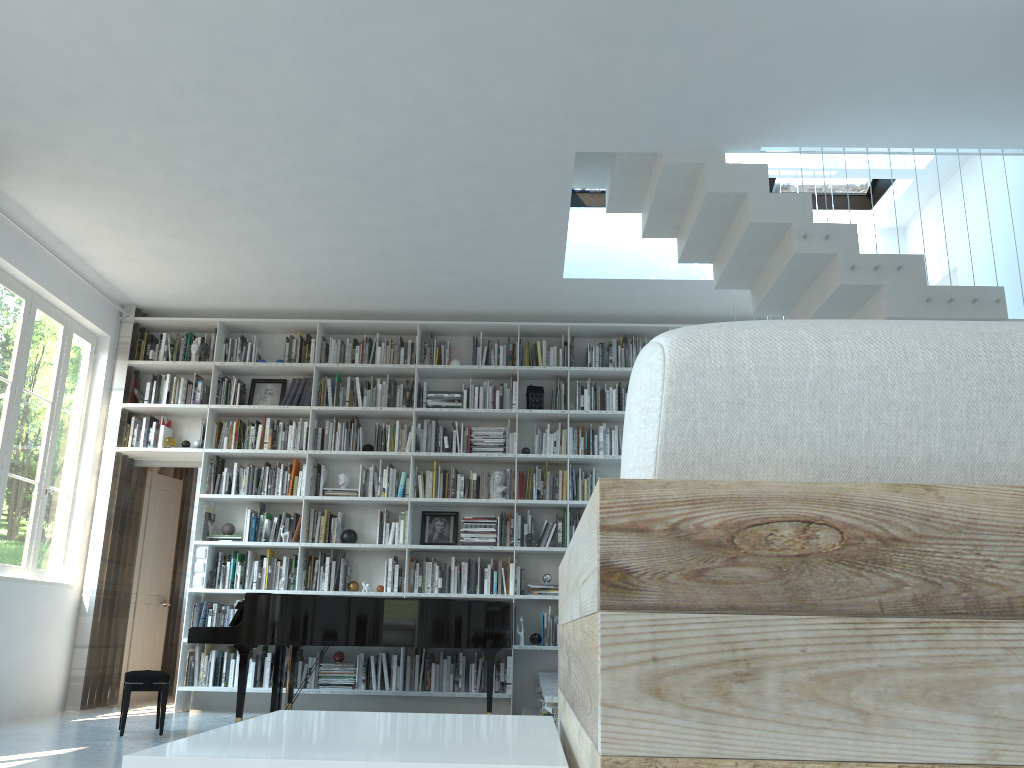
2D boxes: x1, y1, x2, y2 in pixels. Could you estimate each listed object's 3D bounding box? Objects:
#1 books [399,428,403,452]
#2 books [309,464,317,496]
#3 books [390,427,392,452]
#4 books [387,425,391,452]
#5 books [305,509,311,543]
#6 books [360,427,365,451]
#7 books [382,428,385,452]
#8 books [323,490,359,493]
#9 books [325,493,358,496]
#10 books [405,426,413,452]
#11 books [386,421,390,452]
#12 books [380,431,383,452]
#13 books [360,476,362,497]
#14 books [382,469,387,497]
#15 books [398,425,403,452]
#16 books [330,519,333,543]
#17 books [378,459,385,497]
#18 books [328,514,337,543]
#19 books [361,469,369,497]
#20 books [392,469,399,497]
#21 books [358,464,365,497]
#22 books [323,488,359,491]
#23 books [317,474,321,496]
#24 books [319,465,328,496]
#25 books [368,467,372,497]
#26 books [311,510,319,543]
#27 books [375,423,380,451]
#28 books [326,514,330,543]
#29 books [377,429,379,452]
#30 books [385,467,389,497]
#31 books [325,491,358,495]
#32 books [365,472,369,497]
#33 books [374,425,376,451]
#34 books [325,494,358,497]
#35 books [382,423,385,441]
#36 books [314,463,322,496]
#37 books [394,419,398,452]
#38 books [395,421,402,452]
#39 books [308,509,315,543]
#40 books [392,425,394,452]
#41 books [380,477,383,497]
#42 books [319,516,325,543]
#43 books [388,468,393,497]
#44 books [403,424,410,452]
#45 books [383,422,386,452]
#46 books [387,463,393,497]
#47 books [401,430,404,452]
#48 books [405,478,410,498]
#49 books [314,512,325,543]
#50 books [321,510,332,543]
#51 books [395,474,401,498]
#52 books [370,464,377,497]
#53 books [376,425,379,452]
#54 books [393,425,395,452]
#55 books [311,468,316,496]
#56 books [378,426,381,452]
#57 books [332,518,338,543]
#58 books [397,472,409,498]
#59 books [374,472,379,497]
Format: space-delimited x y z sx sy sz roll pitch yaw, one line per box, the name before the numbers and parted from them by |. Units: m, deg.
books | -0.915 0.493 7.348 0.011 0.229 0.166 1 -16 1
books | -1.630 0.811 7.278 0.012 0.284 0.160 1 -15 1
books | -0.993 0.490 7.359 0.011 0.235 0.131 1 -15 1
books | -1.005 0.476 7.326 0.013 0.243 0.189 1 -16 1
books | -1.637 1.165 7.182 0.012 0.284 0.160 1 -15 1
books | -1.240 0.487 7.353 0.031 0.231 0.148 1 -15 1
books | -1.053 0.489 7.325 0.006 0.215 0.181 1 -16 1
books | -1.386 0.886 7.248 0.285 0.012 0.160 0 -16 3
books | -1.387 0.908 7.236 0.254 0.012 0.161 2 -16 -4
books | -0.832 0.482 7.317 0.064 0.236 0.209 1 -16 1
books | -1.027 0.464 7.365 0.033 0.286 0.155 1 -15 1
books | -1.070 0.503 7.346 0.011 0.199 0.163 1 -16 1
books | -1.218 0.842 7.259 0.010 0.231 0.155 1 -16 1
books | -1.028 0.834 7.245 0.028 0.246 0.170 1 -16 1
books | -0.925 0.478 7.348 0.010 0.256 0.140 1 -15 1
books | -1.435 1.201 7.155 0.011 0.207 0.180 1 -16 1
books | -1.071 0.795 7.261 0.010 0.328 0.174 1 -15 1
books | -1.453 1.187 7.180 0.028 0.247 0.143 1 -15 1
books | -1.199 0.830 7.243 0.030 0.246 0.175 1 -16 1
books | -0.957 0.836 7.263 0.022 0.255 0.152 1 -15 1
books | -1.229 0.813 7.254 0.012 0.284 0.160 1 -15 1
books | -1.386 0.873 7.247 0.285 0.012 0.160 2 -16 -3
books | -1.573 0.849 7.268 0.034 0.209 0.137 1 -15 1
books | -1.545 0.815 7.271 0.021 0.277 0.137 1 -15 1
books | -1.148 0.825 7.258 0.022 0.266 0.151 1 -15 1
books | -1.582 1.169 7.175 0.026 0.274 0.155 1 -15 1
books | -1.118 0.470 7.370 0.012 0.275 0.129 1 -15 1
books | -1.475 1.184 7.164 0.014 0.243 0.153 1 -15 1
books | -1.097 0.496 7.352 0.013 0.215 0.150 1 -16 1
books | -1.008 0.823 7.237 0.012 0.264 0.193 1 -16 1
books | -1.387 0.897 7.243 0.254 0.012 0.161 2 -16 -2
books | -1.172 0.848 7.268 0.024 0.226 0.138 1 -15 1
books | -1.127 0.478 7.360 0.005 0.253 0.161 1 -15 1
books | -1.387 0.920 7.234 0.254 0.012 0.161 2 -16 -3
books | -1.059 0.474 7.362 0.009 0.266 0.150 1 -15 1
books | -1.595 0.809 7.290 0.011 0.297 0.136 1 -15 1
books | -0.957 0.454 7.351 0.006 0.303 0.166 1 -15 1
books | -0.941 0.463 7.345 0.022 0.284 0.190 1 -16 1
books | -1.607 1.163 7.172 0.025 0.283 0.146 1 -15 1
books | -0.979 0.479 7.349 0.017 0.252 0.140 1 -15 1
books | -1.055 0.867 7.256 0.025 0.188 0.140 1 -16 1
books | -1.521 1.191 7.163 0.025 0.227 0.153 1 -16 1
books | -0.980 0.829 7.245 0.023 0.259 0.171 1 -16 1
books | -0.874 0.478 7.341 0.022 0.256 0.155 1 -15 1
books | -1.046 0.467 7.353 0.005 0.274 0.157 1 -15 1
books | -0.996 0.808 7.250 0.011 0.300 0.179 1 -15 1
books | -0.898 0.500 7.345 0.024 0.215 0.142 1 -16 1
books | -0.847 0.872 7.246 0.027 0.180 0.142 1 -16 1
books | -1.551 1.173 7.166 0.036 0.262 0.167 1 -15 1
books | -1.495 1.164 7.149 0.026 0.273 0.190 1 -16 1
books | -0.933 0.854 7.258 0.026 0.218 0.150 1 -16 1
books | -1.131 0.813 7.249 0.012 0.285 0.168 1 -15 1
books | -1.106 0.480 7.339 0.005 0.239 0.174 1 -16 1
books | -0.964 0.477 7.343 0.006 0.252 0.181 1 -16 1
books | -1.613 0.823 7.268 0.024 0.256 0.134 1 -15 1
books | -1.088 0.480 7.329 0.005 0.235 0.179 1 -16 1
books | -1.416 1.197 7.152 0.028 0.215 0.175 1 -16 1
books | -0.890 0.845 7.236 0.060 0.227 0.179 1 -16 1
books | -1.101 0.847 7.256 0.048 0.224 0.150 1 -16 1
